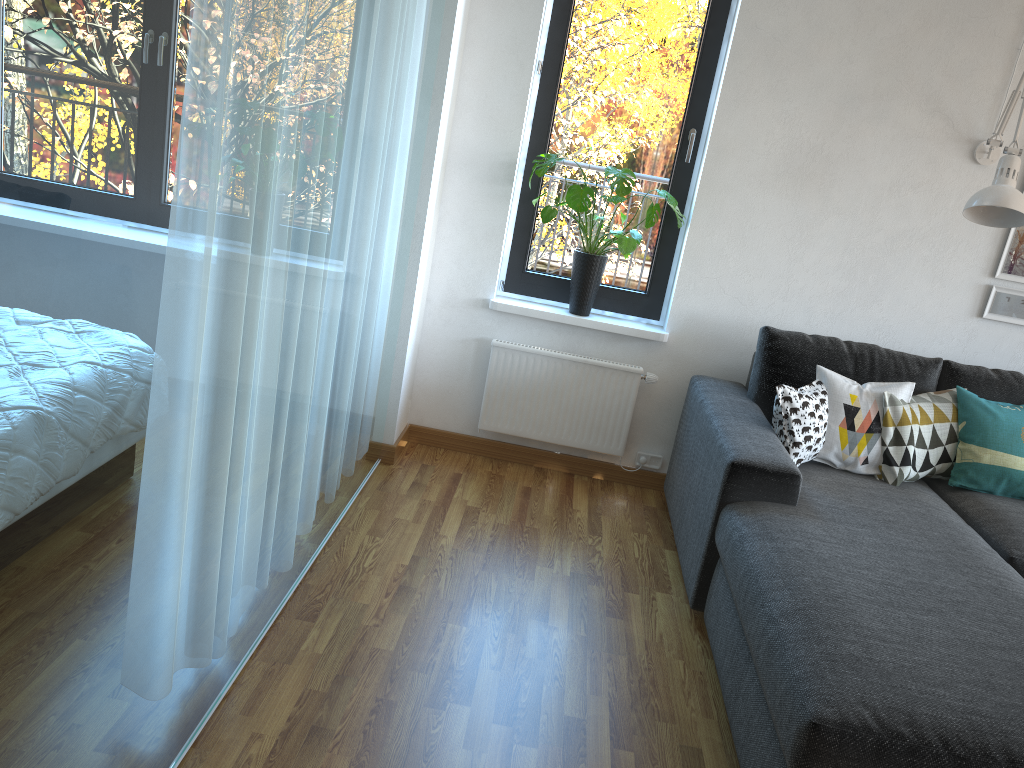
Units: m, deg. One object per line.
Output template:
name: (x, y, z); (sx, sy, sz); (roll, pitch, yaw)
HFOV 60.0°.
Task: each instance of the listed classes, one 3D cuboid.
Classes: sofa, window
sofa: (1.856, 0.591, 2.643); (2.508, 0.851, 2.155); (11, 16, 2)
window: (-4.052, -3.247, 16.652); (13.970, 18.441, 24.293); (13, 16, 8)

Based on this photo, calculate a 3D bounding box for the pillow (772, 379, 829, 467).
pillow: (1.004, 0.145, 3.097); (0.159, 0.321, 0.334); (22, 20, 36)

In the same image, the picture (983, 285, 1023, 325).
picture: (2.318, -0.254, 3.546); (0.837, 0.136, 0.021); (11, 16, 2)

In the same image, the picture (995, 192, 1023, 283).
picture: (2.157, -0.639, 3.447); (0.390, 0.536, 0.013); (11, 16, 2)

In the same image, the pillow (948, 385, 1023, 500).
pillow: (1.791, 0.222, 3.211); (0.414, 0.341, 0.272); (11, 16, 1)

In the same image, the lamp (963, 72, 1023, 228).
lamp: (1.710, -0.893, 3.084); (0.200, 0.672, 0.696); (14, 16, 11)

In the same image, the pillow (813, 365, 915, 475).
pillow: (1.232, 0.138, 3.169); (0.360, 0.345, 0.172); (11, 16, 1)

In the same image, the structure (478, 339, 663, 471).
structure: (0.278, 0.106, 3.783); (0.817, 0.461, 0.076); (10, 16, -1)

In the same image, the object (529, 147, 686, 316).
object: (0.363, -0.578, 3.536); (0.657, 0.677, 0.445); (8, 16, -7)

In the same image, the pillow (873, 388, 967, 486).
pillow: (1.465, 0.182, 3.237); (0.454, 0.364, 0.241); (1, 18, -30)
